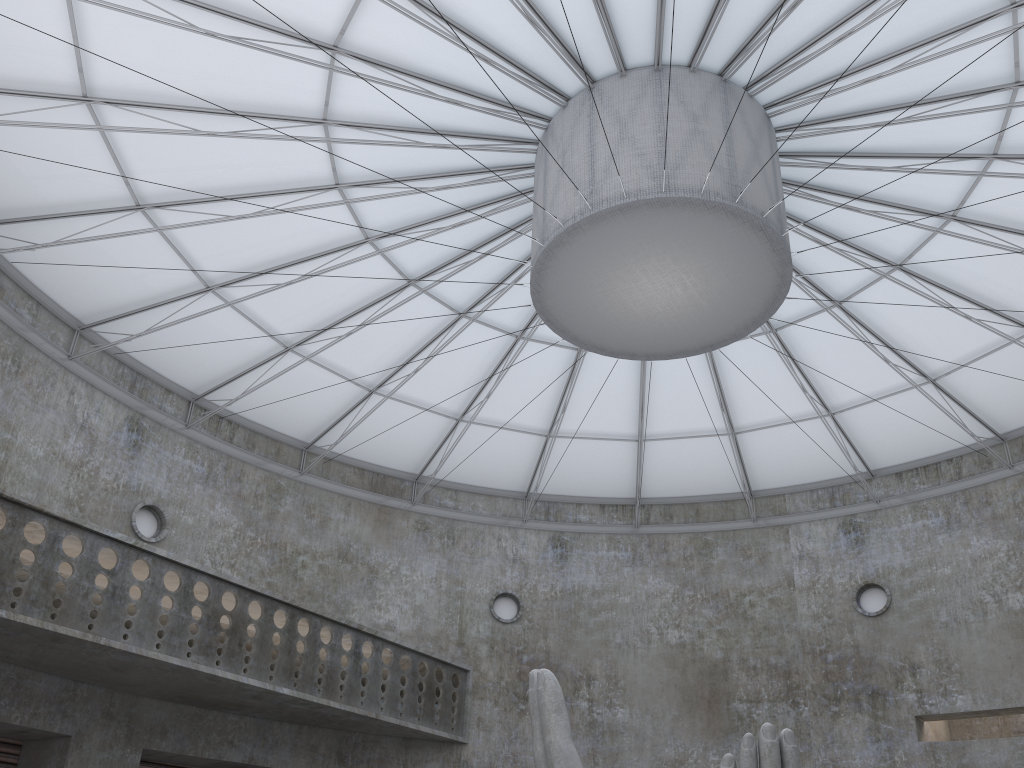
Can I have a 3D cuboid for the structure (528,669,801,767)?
[{"bbox_3d":[5.158,7.797,16.142,10.724,5.574,16.007,6,-30,-6],"label":"structure"}]
